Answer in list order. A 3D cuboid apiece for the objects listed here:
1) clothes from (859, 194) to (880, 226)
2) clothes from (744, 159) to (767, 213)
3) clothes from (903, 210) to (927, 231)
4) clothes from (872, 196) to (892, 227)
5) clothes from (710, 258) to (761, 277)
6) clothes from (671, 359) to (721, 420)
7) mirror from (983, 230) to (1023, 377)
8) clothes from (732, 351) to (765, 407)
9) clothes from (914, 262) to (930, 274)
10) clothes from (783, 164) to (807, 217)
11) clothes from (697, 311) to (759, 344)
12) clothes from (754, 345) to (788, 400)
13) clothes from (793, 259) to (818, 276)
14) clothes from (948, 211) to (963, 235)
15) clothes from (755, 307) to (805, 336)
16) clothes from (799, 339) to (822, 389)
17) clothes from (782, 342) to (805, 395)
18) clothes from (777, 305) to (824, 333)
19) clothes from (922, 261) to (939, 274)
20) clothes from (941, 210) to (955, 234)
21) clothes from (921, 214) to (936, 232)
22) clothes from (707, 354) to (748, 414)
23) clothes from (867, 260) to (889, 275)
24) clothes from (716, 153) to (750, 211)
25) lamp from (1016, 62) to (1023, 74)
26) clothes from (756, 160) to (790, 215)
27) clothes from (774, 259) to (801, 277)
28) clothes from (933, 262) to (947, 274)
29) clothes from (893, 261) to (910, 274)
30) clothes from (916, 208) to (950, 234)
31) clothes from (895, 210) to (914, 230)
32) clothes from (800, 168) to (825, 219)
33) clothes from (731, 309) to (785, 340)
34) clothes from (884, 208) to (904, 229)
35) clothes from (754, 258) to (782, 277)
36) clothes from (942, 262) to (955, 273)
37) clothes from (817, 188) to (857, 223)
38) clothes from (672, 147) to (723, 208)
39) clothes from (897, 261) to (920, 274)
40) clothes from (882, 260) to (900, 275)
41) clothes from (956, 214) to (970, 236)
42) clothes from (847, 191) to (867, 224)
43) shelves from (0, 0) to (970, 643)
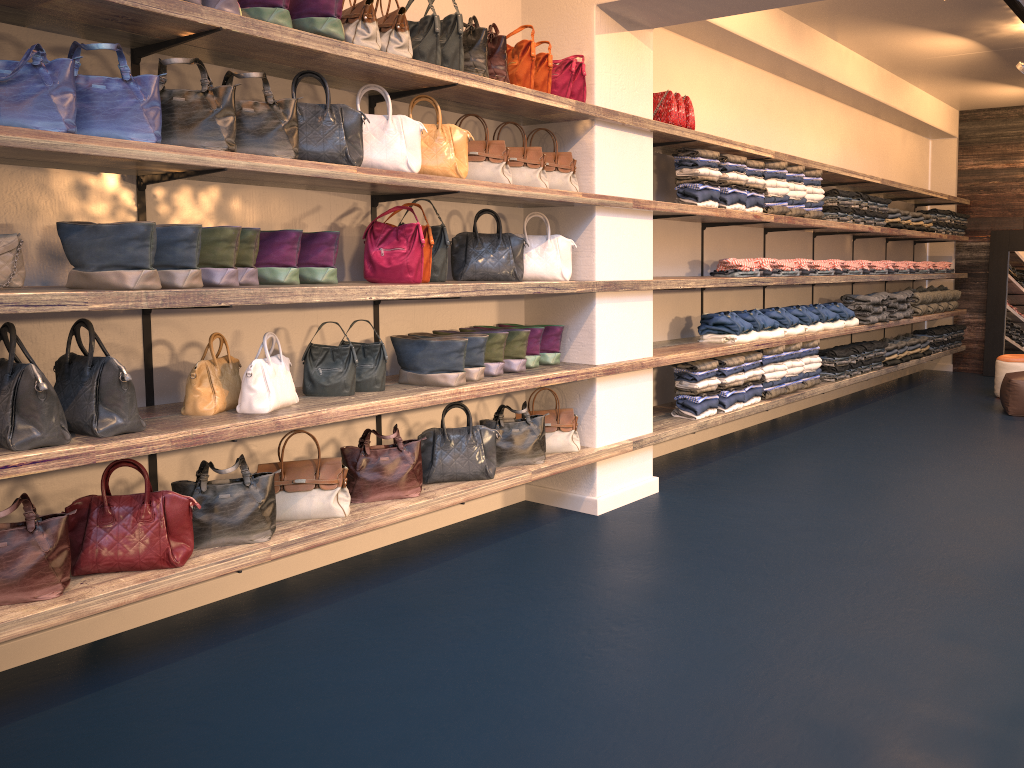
[{"bbox_3d":[3.372,-1.691,8.456,0.325,0.297,0.332,6,8,39],"label":"clothes"},{"bbox_3d":[1.743,-1.485,6.525,0.347,0.408,0.233,-6,8,-44],"label":"clothes"},{"bbox_3d":[4.463,-1.857,9.859,0.378,0.250,0.382,-6,9,-41],"label":"clothes"},{"bbox_3d":[3.599,-1.727,8.730,0.334,0.297,0.324,-6,9,-44],"label":"clothes"},{"bbox_3d":[1.730,-0.891,6.685,0.342,0.158,0.328,-4,9,-30],"label":"clothes"},{"bbox_3d":[1.288,0.023,6.069,0.347,0.408,0.233,-6,8,-44],"label":"clothes"},{"bbox_3d":[6.719,-1.018,11.171,1.067,1.908,0.290,4,6,37],"label":"mirror"},{"bbox_3d":[1.760,-0.053,6.635,0.347,0.408,0.233,-6,8,-44],"label":"clothes"},{"bbox_3d":[4.791,-1.383,10.356,0.342,0.158,0.328,-4,9,-30],"label":"clothes"},{"bbox_3d":[2.237,-1.580,7.105,0.362,0.453,0.248,-4,7,-38],"label":"clothes"},{"bbox_3d":[1.600,-0.432,6.551,0.391,0.239,0.465,6,9,38],"label":"clothes"},{"bbox_3d":[2.026,-0.110,6.941,0.362,0.453,0.248,-4,7,-38],"label":"clothes"},{"bbox_3d":[2.481,-1.013,7.551,0.295,0.154,0.381,5,9,33],"label":"clothes"},{"bbox_3d":[5.505,-2.034,11.016,0.325,0.297,0.332,6,8,39],"label":"clothes"},{"bbox_3d":[2.187,-0.526,7.255,0.391,0.239,0.465,6,9,38],"label":"clothes"},{"bbox_3d":[2.504,-0.187,7.515,0.362,0.453,0.248,-4,7,-38],"label":"clothes"},{"bbox_3d":[2.253,-0.147,7.214,0.362,0.453,0.248,-4,7,-38],"label":"clothes"},{"bbox_3d":[2.473,-0.572,7.598,0.391,0.239,0.465,6,9,38],"label":"clothes"},{"bbox_3d":[5.041,-1.425,10.622,0.295,0.154,0.381,5,9,33],"label":"clothes"},{"bbox_3d":[5.278,-1.997,10.743,0.341,0.297,0.345,4,7,27],"label":"clothes"},{"bbox_3d":[4.740,-1.902,10.189,0.384,0.250,0.376,6,9,36],"label":"clothes"},{"bbox_3d":[1.549,-0.013,6.345,0.347,0.408,0.233,-6,8,-44],"label":"clothes"},{"bbox_3d":[3.761,-1.217,9.120,0.342,0.158,0.328,-4,9,-30],"label":"clothes"},{"bbox_3d":[1.533,-1.446,6.235,0.347,0.408,0.233,-6,8,-44],"label":"clothes"},{"bbox_3d":[4.485,-2.800,7.537,0.186,0.326,0.236,0,6,-6],"label":"lamp"},{"bbox_3d":[2.009,-1.543,6.832,0.362,0.453,0.248,-4,7,-38],"label":"clothes"},{"bbox_3d":[2.232,-0.972,7.286,0.342,0.158,0.328,-4,9,-30],"label":"clothes"},{"bbox_3d":[5.292,-1.463,10.958,0.342,0.158,0.328,-4,9,-30],"label":"clothes"},{"bbox_3d":[4.262,-1.298,9.721,0.342,0.158,0.328,-4,9,-30],"label":"clothes"},{"bbox_3d":[5.059,-1.960,10.465,0.341,0.297,0.355,6,9,41],"label":"clothes"},{"bbox_3d":[4.175,-1.811,9.511,0.384,0.250,0.376,6,9,36],"label":"clothes"},{"bbox_3d":[2.488,-1.620,7.406,0.362,0.453,0.248,-4,7,-38],"label":"clothes"},{"bbox_3d":[1.908,-0.481,6.921,0.465,0.239,0.391,-5,9,-35],"label":"clothes"},{"bbox_3d":[3.898,-1.767,9.181,0.378,0.250,0.382,-6,9,-41],"label":"clothes"},{"bbox_3d":[1.980,-0.933,6.950,0.295,0.154,0.381,5,9,33],"label":"clothes"},{"bbox_3d":[5.542,-1.505,11.223,0.295,0.154,0.381,5,9,33],"label":"clothes"},{"bbox_3d":[2.926,-1.617,7.905,0.341,0.297,0.355,6,9,41],"label":"clothes"},{"bbox_3d":[1.271,-1.409,5.959,0.347,0.408,0.233,-6,8,-44],"label":"clothes"},{"bbox_3d":[4.511,-1.339,9.987,0.295,0.154,0.381,5,9,33],"label":"clothes"},{"bbox_3d":[4.010,-1.259,9.386,0.295,0.154,0.381,5,9,33],"label":"clothes"},{"bbox_3d":[5.733,-2.070,11.290,0.334,0.297,0.324,-6,9,-44],"label":"clothes"},{"bbox_3d":[3.145,-1.654,8.184,0.341,0.297,0.345,4,7,27],"label":"clothes"},{"bbox_3d":[3.001,-0.061,2.556,7.980,2.214,18.274,7,10,39],"label":"shelves"}]
